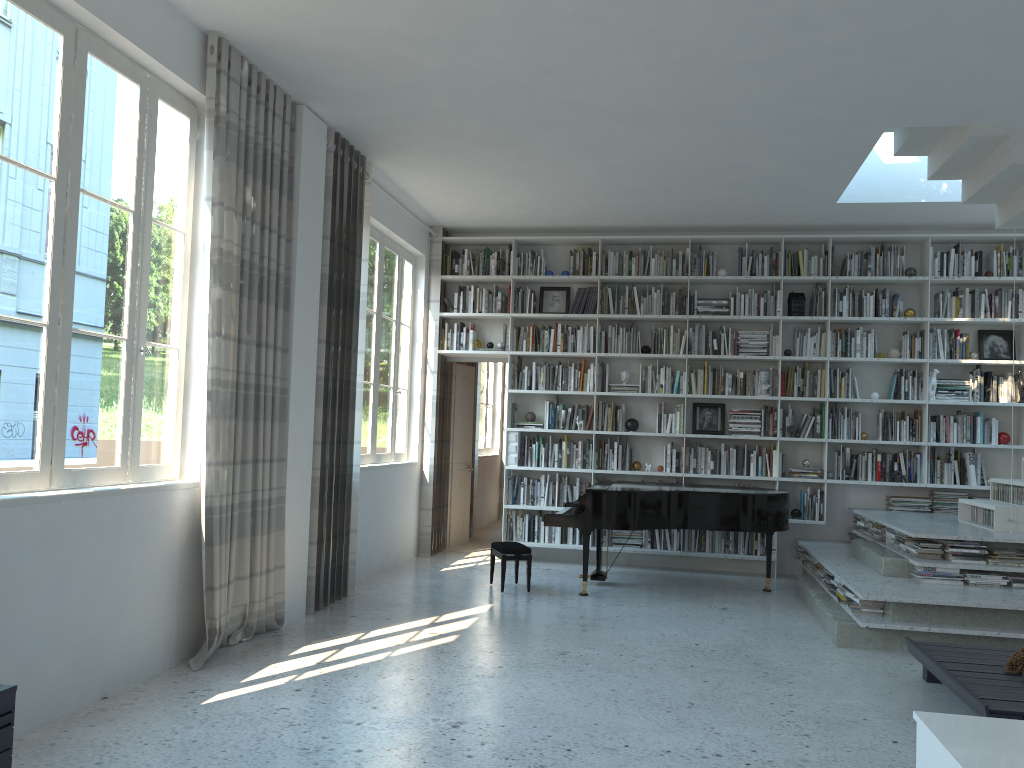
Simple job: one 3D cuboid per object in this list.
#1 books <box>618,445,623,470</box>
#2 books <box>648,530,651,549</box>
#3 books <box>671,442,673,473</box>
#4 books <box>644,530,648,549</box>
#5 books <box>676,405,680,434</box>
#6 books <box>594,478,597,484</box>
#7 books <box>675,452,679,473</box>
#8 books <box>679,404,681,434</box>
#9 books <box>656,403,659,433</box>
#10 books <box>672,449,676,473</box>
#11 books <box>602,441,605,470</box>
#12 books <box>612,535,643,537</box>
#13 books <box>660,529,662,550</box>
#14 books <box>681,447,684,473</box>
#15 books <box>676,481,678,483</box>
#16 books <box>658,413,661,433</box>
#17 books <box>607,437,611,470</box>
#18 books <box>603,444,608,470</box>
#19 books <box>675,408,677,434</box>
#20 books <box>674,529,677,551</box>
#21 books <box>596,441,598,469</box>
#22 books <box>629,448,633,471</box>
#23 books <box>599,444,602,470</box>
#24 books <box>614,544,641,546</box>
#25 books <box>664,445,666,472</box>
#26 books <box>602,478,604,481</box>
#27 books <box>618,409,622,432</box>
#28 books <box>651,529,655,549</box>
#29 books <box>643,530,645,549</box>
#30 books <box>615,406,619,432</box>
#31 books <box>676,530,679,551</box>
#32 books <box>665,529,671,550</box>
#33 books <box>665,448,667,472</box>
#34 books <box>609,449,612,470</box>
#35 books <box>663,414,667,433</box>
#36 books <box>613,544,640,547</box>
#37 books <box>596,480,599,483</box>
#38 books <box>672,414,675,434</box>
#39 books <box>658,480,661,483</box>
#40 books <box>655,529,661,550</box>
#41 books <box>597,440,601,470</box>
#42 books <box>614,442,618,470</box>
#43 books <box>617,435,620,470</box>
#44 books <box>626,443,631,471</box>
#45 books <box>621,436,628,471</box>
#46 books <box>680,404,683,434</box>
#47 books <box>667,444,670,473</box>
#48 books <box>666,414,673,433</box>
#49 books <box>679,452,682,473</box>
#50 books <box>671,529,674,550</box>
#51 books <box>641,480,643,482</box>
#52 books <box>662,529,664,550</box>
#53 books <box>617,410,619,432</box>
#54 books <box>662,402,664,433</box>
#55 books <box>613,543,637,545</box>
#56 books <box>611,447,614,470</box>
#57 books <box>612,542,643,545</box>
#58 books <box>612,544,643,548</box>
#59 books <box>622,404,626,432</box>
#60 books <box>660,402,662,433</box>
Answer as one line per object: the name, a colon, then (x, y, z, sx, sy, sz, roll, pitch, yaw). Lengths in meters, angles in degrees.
books: (1.040, 0.705, 8.504, 0.029, 0.240, 0.135, 2, -3, 11)
books: (1.306, 1.453, 8.404, 0.029, 0.202, 0.178, 2, -3, 11)
books: (1.516, 0.692, 8.412, 0.014, 0.290, 0.132, 2, -3, 11)
books: (1.279, 1.421, 8.423, 0.031, 0.265, 0.144, 2, -3, 11)
books: (1.574, 0.338, 8.410, 0.027, 0.269, 0.178, 2, -3, 11)
books: (0.802, 1.050, 8.533, 0.012, 0.285, 0.159, 2, -3, 11)
books: (1.567, 0.742, 8.412, 0.031, 0.194, 0.142, 2, -3, 11)
books: (1.591, 0.333, 8.398, 0.011, 0.279, 0.187, 2, -3, 11)
books: (1.388, 0.326, 8.450, 0.012, 0.285, 0.159, 2, -3, 11)
books: (1.535, 0.727, 8.398, 0.029, 0.221, 0.153, 2, -3, 11)
books: (0.878, 0.684, 8.513, 0.012, 0.272, 0.181, 2, -3, 11)
books: (1.106, 1.443, 8.457, 0.285, 0.007, 0.159, 1, -3, 11)
books: (1.413, 1.441, 8.382, 0.011, 0.232, 0.174, 2, -3, 11)
books: (1.618, 0.721, 8.416, 0.019, 0.242, 0.107, 2, -3, 11)
books: (1.559, 1.067, 8.385, 0.021, 0.289, 0.160, 2, -3, 11)
books: (1.403, 0.376, 8.440, 0.025, 0.186, 0.154, 2, -3, 11)
books: (0.934, 0.666, 8.511, 0.014, 0.313, 0.166, 2, -3, 11)
books: (0.906, 0.698, 8.516, 0.042, 0.248, 0.162, 2, -3, 11)
books: (1.553, 0.350, 8.407, 0.012, 0.244, 0.171, 2, -3, 11)
books: (1.538, 1.429, 8.347, 0.024, 0.260, 0.189, 2, -3, 11)
books: (0.827, 0.683, 8.544, 0.013, 0.275, 0.147, 2, -3, 11)
books: (1.140, 0.722, 8.482, 0.023, 0.212, 0.160, 2, -3, 11)
books: (0.859, 0.701, 8.524, 0.030, 0.239, 0.157, 2, -3, 11)
books: (1.101, 1.525, 8.453, 0.254, 0.007, 0.161, 1, -3, 11)
books: (1.452, 0.709, 8.424, 0.012, 0.254, 0.161, 2, -3, 11)
books: (0.871, 1.050, 8.516, 0.013, 0.288, 0.161, 2, -3, 11)
books: (1.043, 0.351, 8.505, 0.028, 0.216, 0.175, 2, -3, 11)
books: (1.337, 1.437, 8.411, 0.028, 0.238, 0.136, 2, -3, 11)
books: (1.255, 1.426, 8.412, 0.012, 0.254, 0.161, 2, -3, 11)
books: (1.010, 0.336, 8.537, 0.028, 0.247, 0.142, 2, -3, 11)
books: (1.563, 1.471, 8.357, 0.024, 0.179, 0.171, 2, -3, 11)
books: (1.469, 1.420, 8.379, 0.073, 0.275, 0.181, 2, -3, 11)
books: (1.466, 0.724, 8.428, 0.015, 0.225, 0.148, 2, -3, 11)
books: (0.952, 0.725, 8.510, 0.024, 0.196, 0.157, 2, -3, 11)
books: (1.456, 0.379, 8.445, 0.030, 0.182, 0.154, 2, -3, 11)
books: (1.099, 1.532, 8.444, 0.254, 0.007, 0.161, 1, -3, 15)
books: (0.819, 1.060, 8.530, 0.023, 0.266, 0.134, 2, -3, 11)
books: (1.536, 0.378, 8.420, 0.024, 0.188, 0.172, 2, -3, 11)
books: (1.398, 1.061, 8.429, 0.025, 0.294, 0.134, 2, -3, 11)
books: (1.378, 1.429, 8.392, 0.062, 0.253, 0.178, 2, -3, 11)
books: (0.839, 0.679, 8.532, 0.013, 0.283, 0.146, 2, -3, 11)
books: (0.998, 0.689, 8.495, 0.027, 0.269, 0.185, 2, -3, 11)
books: (1.023, 0.656, 8.518, 0.013, 0.339, 0.138, 2, -3, 11)
books: (1.113, 0.696, 8.473, 0.027, 0.261, 0.163, 2, -3, 11)
books: (1.077, 0.662, 8.483, 0.050, 0.328, 0.166, 2, -3, 11)
books: (1.607, 0.333, 8.398, 0.021, 0.281, 0.162, 2, -3, 11)
books: (1.485, 0.702, 8.408, 0.027, 0.269, 0.159, 2, -3, 11)
books: (1.496, 0.377, 8.423, 0.057, 0.188, 0.156, 2, -3, 11)
books: (1.592, 0.739, 8.394, 0.024, 0.201, 0.158, 2, -3, 11)
books: (1.519, 1.431, 8.382, 0.025, 0.259, 0.132, 2, -3, 11)
books: (1.236, 1.061, 8.449, 0.012, 0.285, 0.159, 2, -3, 11)
books: (1.424, 1.419, 8.374, 0.012, 0.274, 0.180, 2, -3, 11)
books: (1.025, 0.355, 8.512, 0.011, 0.208, 0.180, 2, -3, 11)
books: (1.436, 0.321, 8.445, 0.012, 0.298, 0.166, 2, -3, 11)
books: (1.101, 1.518, 8.451, 0.254, 0.007, 0.161, 1, -3, 12)
books: (0.974, 0.716, 8.502, 0.021, 0.215, 0.172, 2, -3, 11)
books: (1.100, 1.511, 8.445, 0.285, 0.007, 0.159, 2, -3, 7)
books: (1.101, 1.539, 8.453, 0.285, 0.007, 0.159, 1, -3, 11)
books: (1.074, 0.328, 8.516, 0.028, 0.266, 0.144, 2, -3, 11)
books: (1.425, 0.324, 8.450, 0.011, 0.291, 0.156, 2, -3, 11)
